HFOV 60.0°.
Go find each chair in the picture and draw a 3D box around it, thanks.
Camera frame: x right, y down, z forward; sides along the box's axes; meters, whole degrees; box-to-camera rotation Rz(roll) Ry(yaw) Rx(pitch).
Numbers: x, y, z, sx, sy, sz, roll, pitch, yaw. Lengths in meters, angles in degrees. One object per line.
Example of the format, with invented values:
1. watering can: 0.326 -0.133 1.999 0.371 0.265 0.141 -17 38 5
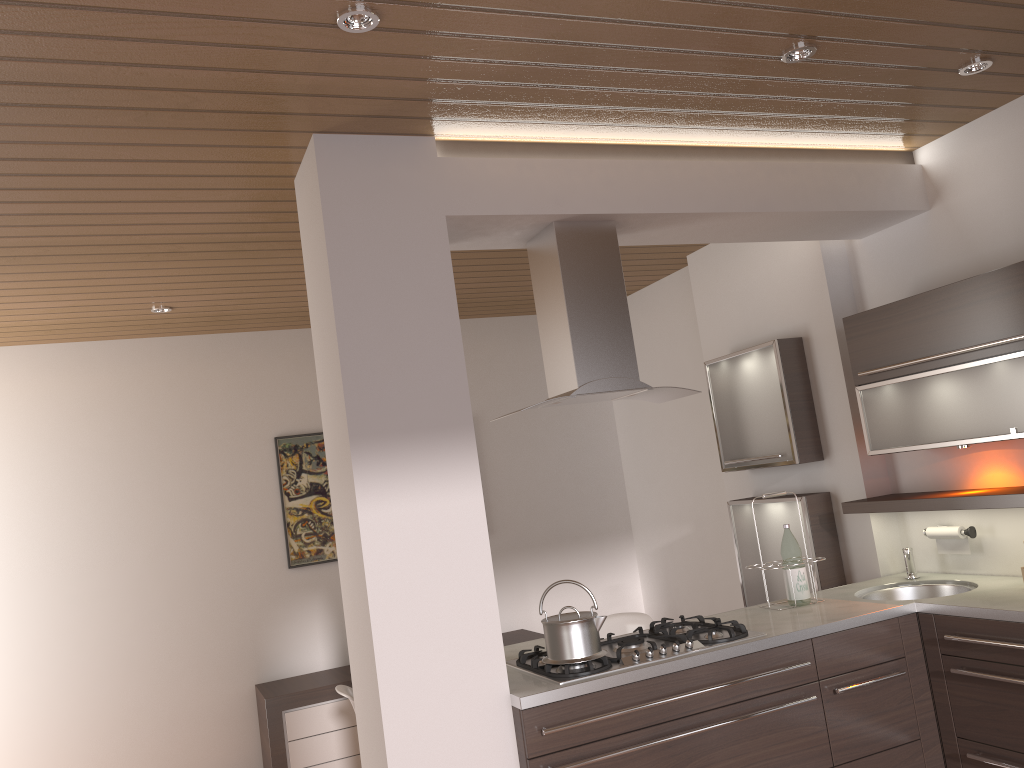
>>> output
1. chair: 0.449 1.531 4.048 0.491 0.847 0.608 -13 -8 37
2. chair: -0.343 1.580 3.513 0.608 0.847 0.491 -6 -7 -18

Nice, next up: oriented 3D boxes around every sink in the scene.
1. sink: 1.600 0.839 3.548 0.450 0.347 0.494 -6 -7 -17

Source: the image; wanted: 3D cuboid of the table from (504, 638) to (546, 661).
1. table: 0.044 1.601 3.774 0.800 0.758 1.100 -5 -7 -23

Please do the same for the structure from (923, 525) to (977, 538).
1. structure: 1.841 0.616 3.700 0.087 0.049 0.237 -5 -7 -22

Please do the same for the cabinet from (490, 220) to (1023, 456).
1. cabinet: 1.062 -0.249 2.954 2.058 1.032 1.399 -6 -7 -19

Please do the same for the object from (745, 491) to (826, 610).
1. object: 1.103 0.669 3.615 0.291 0.453 0.210 -6 -7 -18

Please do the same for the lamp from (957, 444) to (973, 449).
1. lamp: 1.788 0.246 3.503 0.056 0.018 0.056 -13 -8 39

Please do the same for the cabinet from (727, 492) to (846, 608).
1. cabinet: 1.349 0.861 4.403 0.194 0.600 0.598 -5 -7 -23

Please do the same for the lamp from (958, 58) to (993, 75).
1. lamp: 1.546 -1.082 2.967 0.102 0.055 0.102 -9 -7 5

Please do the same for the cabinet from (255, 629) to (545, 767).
1. cabinet: -0.578 1.932 5.214 1.740 0.608 0.540 -5 -7 -23

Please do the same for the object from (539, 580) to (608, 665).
1. object: 0.190 0.773 2.928 0.221 0.251 0.221 -4 -8 -30

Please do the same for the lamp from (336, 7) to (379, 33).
1. lamp: -0.377 -0.906 2.157 0.102 0.055 0.102 -3 -9 -39

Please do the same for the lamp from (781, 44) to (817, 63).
1. lamp: 0.863 -1.019 2.679 0.102 0.055 0.102 -13 -8 39

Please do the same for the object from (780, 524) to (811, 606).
1. object: 1.128 0.723 3.558 0.091 0.319 0.091 -9 -7 12

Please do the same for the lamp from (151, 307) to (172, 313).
1. lamp: -1.839 -0.411 4.645 0.102 0.055 0.102 -3 -9 -39

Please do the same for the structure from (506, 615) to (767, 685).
1. structure: 0.419 0.914 3.124 0.797 0.047 0.494 -5 -7 -23

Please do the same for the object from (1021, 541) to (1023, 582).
1. object: 1.921 0.645 3.178 0.100 0.170 0.173 -7 -7 -11

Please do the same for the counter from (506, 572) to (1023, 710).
1. counter: 1.141 0.809 2.744 2.150 0.036 1.850 -5 -7 -23

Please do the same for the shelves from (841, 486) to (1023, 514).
1. shelves: 1.949 0.391 3.144 0.313 0.050 1.850 -5 -7 -23

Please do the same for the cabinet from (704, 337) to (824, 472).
1. cabinet: 1.197 0.125 4.449 0.172 0.600 0.619 -3 -8 -37

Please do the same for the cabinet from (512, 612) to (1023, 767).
1. cabinet: 1.204 1.255 2.692 2.150 0.870 1.850 -5 -7 -23

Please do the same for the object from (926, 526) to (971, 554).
1. object: 1.817 0.654 3.700 0.053 0.119 0.165 -5 -7 -23

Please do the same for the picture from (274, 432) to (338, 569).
1. picture: -0.817 0.667 5.638 1.277 0.801 0.018 -5 -7 -23
